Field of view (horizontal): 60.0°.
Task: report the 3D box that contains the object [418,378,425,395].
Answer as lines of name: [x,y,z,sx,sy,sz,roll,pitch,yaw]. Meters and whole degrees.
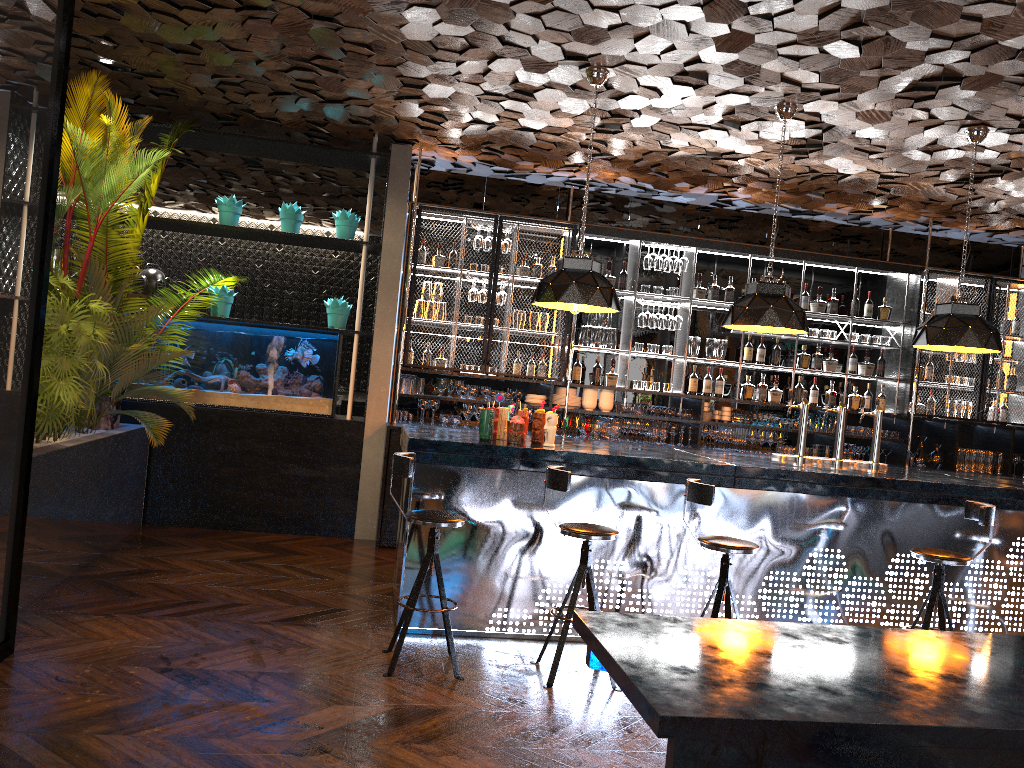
object: [-0.836,0.025,8.156,0.051,0.152,0.058,5,0,-4]

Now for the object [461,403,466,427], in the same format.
object: [-0.440,0.294,8.476,0.077,0.229,0.088,5,0,-35]

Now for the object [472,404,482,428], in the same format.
object: [-0.326,0.305,8.438,0.088,0.229,0.077,5,0,-8]

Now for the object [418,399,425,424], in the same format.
object: [-0.827,0.259,8.274,0.091,0.227,0.091,6,0,30]

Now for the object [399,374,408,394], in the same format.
object: [-0.995,-0.002,8.138,0.067,0.174,0.067,6,0,-1]

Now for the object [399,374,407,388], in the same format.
object: [-1.020,-0.005,8.285,0.067,0.174,0.067,5,0,-15]

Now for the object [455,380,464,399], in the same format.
object: [-0.491,0.050,8.186,0.087,0.170,0.087,6,0,42]

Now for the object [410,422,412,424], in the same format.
object: [-0.930,0.325,8.164,0.034,0.080,0.034,5,0,-44]

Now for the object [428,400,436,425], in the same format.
object: [-0.734,0.267,8.282,0.091,0.227,0.091,6,0,44]

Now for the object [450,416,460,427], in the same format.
object: [-0.532,0.350,8.316,0.093,0.101,0.093,6,0,12]

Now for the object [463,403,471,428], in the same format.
object: [-0.427,0.296,8.384,0.077,0.229,0.088,6,0,7]

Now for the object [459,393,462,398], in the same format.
object: [-0.468,0.070,8.420,0.081,0.132,0.081,5,0,-37]

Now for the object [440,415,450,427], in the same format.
object: [-0.616,0.342,8.194,0.093,0.101,0.093,5,0,-41]

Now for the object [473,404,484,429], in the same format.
object: [-0.311,0.307,8.316,0.088,0.229,0.077,5,0,-10]

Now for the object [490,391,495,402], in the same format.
object: [-0.171,0.115,8.341,0.078,0.103,0.078,6,0,34]

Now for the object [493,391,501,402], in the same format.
object: [-0.135,0.119,8.262,0.078,0.103,0.078,6,0,34]

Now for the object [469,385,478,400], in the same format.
object: [-0.355,0.082,8.237,0.081,0.132,0.081,5,0,-37]

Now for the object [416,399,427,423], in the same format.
object: [-0.855,0.255,8.405,0.091,0.227,0.091,5,0,-5]

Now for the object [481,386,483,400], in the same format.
object: [-0.264,0.091,8.415,0.074,0.131,0.074,6,0,4]

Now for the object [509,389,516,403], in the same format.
object: [0.008,0.116,8.549,0.074,0.131,0.074,6,0,4]

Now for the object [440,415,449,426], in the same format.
object: [-0.632,0.340,8.298,0.093,0.101,0.093,6,0,42]

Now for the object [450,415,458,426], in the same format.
object: [-0.543,0.348,8.416,0.093,0.101,0.093,6,0,6]

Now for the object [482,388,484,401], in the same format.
object: [-0.250,0.093,8.330,0.074,0.131,0.074,6,0,4]

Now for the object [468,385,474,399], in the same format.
object: [-0.377,0.079,8.355,0.081,0.132,0.081,5,0,-37]

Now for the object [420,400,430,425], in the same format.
object: [-0.813,0.260,8.166,0.091,0.227,0.091,6,0,43]

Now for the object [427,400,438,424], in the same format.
object: [-0.748,0.266,8.398,0.091,0.227,0.091,6,0,44]

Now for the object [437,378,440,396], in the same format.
object: [-0.678,0.031,8.407,0.087,0.170,0.087,6,0,42]

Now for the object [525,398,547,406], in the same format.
object: [0.224,0.172,8.384,0.209,0.060,0.211,6,0,41]

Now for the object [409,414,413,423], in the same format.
object: [-0.949,0.323,8.301,0.034,0.080,0.034,5,0,-26]

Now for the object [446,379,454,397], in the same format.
object: [-0.588,0.039,8.410,0.087,0.170,0.087,6,0,42]

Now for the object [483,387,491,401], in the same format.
object: [-0.239,0.094,8.243,0.074,0.131,0.074,6,0,4]

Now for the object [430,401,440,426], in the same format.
object: [-0.720,0.269,8.179,0.091,0.227,0.091,6,0,14]

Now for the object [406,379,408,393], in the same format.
object: [-0.954,0.001,8.325,0.067,0.174,0.067,6,0,42]

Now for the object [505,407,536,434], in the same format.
object: [0.107,0.349,8.396,0.376,0.227,0.186,5,0,-11]

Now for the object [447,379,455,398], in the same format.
object: [-0.566,0.042,8.267,0.087,0.170,0.087,6,0,42]

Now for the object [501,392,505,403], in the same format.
object: [-0.082,0.125,8.354,0.078,0.099,0.078,5,0,-42]

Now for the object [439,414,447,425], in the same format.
object: [-0.647,0.338,8.402,0.093,0.101,0.093,5,0,-23]

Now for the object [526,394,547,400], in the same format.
object: [0.229,0.132,8.384,0.211,0.060,0.209,6,0,36]

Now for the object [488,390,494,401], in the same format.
object: [-0.187,0.113,8.431,0.078,0.103,0.078,6,0,34]

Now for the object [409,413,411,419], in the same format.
object: [-0.971,0.320,8.430,0.034,0.080,0.034,6,0,1]

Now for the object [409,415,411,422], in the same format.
object: [-0.938,0.324,8.213,0.034,0.080,0.034,5,0,-42]

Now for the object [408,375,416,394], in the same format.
object: [-0.919,0.005,8.161,0.067,0.174,0.067,6,0,30]

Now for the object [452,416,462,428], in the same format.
object: [-0.509,0.352,8.212,0.093,0.101,0.093,6,0,44]

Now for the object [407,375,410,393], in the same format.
object: [-0.938,0.003,8.236,0.067,0.174,0.067,6,0,16]

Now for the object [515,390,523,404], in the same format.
object: [0.064,0.123,8.379,0.074,0.131,0.074,6,0,4]

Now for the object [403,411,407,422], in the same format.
object: [-1.011,0.307,8.378,0.031,0.098,0.031,6,0,38]

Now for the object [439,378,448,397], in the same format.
object: [-0.642,0.035,8.173,0.087,0.170,0.087,6,0,42]

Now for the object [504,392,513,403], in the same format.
object: [-0.036,0.130,8.270,0.078,0.099,0.078,5,0,-42]

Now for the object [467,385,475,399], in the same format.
object: [-0.394,0.077,8.483,0.081,0.132,0.081,5,0,-37]

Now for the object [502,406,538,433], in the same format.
object: [0.077,0.345,8.589,0.376,0.227,0.186,5,0,-11]

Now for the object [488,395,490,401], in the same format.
object: [-0.200,0.111,8.515,0.078,0.103,0.078,6,0,34]

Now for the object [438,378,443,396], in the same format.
object: [-0.660,0.033,8.290,0.087,0.170,0.087,6,0,42]

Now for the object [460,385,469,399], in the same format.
object: [-0.445,0.073,8.275,0.081,0.132,0.081,5,0,-37]

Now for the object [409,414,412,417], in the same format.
object: [-0.945,0.323,8.252,0.034,0.080,0.034,6,0,0]

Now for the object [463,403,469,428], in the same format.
object: [-0.410,0.298,8.304,0.077,0.229,0.088,6,0,41]

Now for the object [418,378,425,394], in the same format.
object: [-0.841,0.024,8.215,0.058,0.152,0.051,5,0,-5]

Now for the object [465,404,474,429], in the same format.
object: [-0.397,0.299,8.214,0.088,0.229,0.077,6,0,4]
